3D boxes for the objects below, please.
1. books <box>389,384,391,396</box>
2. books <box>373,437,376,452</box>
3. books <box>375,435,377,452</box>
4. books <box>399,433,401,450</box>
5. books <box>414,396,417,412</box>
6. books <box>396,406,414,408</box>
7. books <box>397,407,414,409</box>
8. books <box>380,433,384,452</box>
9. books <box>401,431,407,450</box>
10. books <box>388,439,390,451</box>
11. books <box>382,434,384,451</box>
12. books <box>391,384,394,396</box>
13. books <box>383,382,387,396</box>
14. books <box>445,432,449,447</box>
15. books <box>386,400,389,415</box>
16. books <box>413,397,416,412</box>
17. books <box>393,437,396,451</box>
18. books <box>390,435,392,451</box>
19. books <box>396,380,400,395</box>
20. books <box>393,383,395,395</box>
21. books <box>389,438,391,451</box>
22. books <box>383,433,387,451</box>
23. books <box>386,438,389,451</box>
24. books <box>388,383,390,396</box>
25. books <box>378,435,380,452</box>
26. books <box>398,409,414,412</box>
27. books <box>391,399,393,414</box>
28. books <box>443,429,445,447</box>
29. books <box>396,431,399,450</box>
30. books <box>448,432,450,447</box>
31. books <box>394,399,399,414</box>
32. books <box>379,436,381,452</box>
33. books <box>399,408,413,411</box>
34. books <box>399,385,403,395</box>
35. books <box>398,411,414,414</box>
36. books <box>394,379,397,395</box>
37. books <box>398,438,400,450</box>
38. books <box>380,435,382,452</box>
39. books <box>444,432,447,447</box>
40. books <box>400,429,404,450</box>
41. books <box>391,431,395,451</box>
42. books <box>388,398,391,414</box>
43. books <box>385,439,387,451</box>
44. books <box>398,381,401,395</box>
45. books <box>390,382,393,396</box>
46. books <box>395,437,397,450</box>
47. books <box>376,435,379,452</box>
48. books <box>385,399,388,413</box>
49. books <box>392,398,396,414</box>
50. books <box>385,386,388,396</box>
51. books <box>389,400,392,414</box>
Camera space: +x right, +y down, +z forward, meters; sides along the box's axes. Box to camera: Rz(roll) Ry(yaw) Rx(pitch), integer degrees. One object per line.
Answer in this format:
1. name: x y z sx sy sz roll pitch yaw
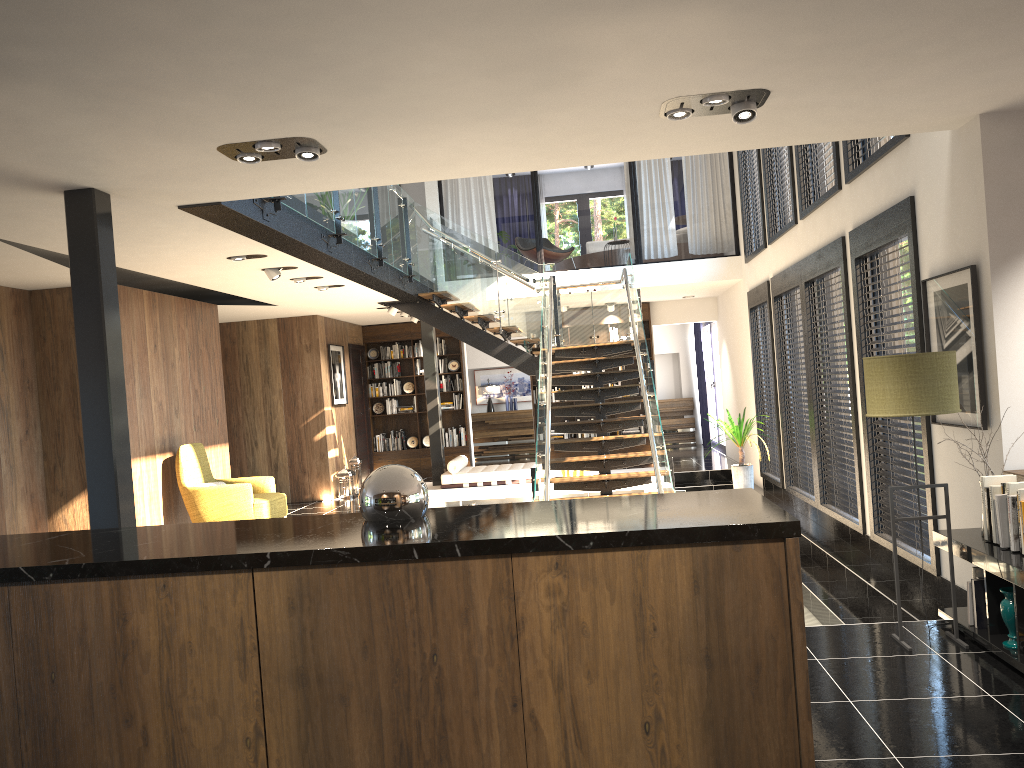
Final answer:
1. books: -2.091 0.100 15.335 0.016 0.206 0.204 -4 0 5
2. books: -2.366 1.044 15.424 0.032 0.261 0.194 -4 0 5
3. books: -2.334 1.028 15.428 0.032 0.288 0.180 -4 0 5
4. books: -1.915 0.988 15.348 0.027 0.304 0.204 -4 0 5
5. books: -1.651 0.345 15.300 0.018 0.286 0.157 -4 0 5
6. books: -1.838 0.393 15.325 0.292 0.013 0.187 -4 0 8
7. books: -1.837 0.408 15.333 0.293 0.016 0.174 -4 0 4
8. books: -2.235 1.011 15.372 0.015 0.306 0.222 -4 0 5
9. books: -1.862 0.978 15.343 0.042 0.315 0.193 -4 0 5
10. books: -2.114 1.052 15.389 0.029 0.207 0.166 -4 0 5
11. books: -2.215 1.012 15.403 0.018 0.301 0.195 -4 0 5
12. books: -2.049 0.103 15.346 0.025 0.194 0.172 -4 0 5
13. books: -2.190 0.092 15.358 0.026 0.237 0.164 -4 0 5
14. books: -1.107 0.951 15.273 0.037 0.256 0.145 -4 0 5
15. books: -2.138 0.396 15.340 0.026 0.257 0.192 -4 0 5
16. books: -1.673 0.359 15.327 0.032 0.261 0.157 -4 0 5
17. books: -2.024 1.037 15.380 0.034 0.223 0.208 -4 0 5
18. books: -2.070 1.011 15.362 0.017 0.282 0.232 -4 0 5
19. books: -1.965 0.063 15.340 0.021 0.260 0.197 -4 0 5
20. books: -2.021 0.091 15.367 0.027 0.214 0.159 -4 0 5
21. books: -2.088 1.042 15.376 0.026 0.222 0.209 -4 0 5
22. books: -2.197 1.010 15.395 0.020 0.304 0.189 -4 0 5
23. books: -2.141 1.049 15.364 0.021 0.217 0.220 -4 0 5
24. books: -2.123 0.097 15.372 0.053 0.216 0.151 -4 0 5
25. books: -2.291 1.028 15.410 0.030 0.282 0.170 -4 0 5
26. books: -1.831 0.459 15.345 0.266 0.021 0.152 -4 0 4
27. books: -2.060 0.387 15.363 0.024 0.265 0.148 -4 0 5
28. books: -1.171 0.923 15.278 0.019 0.321 0.161 -4 0 5
29. books: -1.969 0.983 15.353 0.016 0.322 0.218 -4 0 5
30. books: -1.075 0.947 15.283 0.025 0.260 0.114 -4 0 5
31. books: -2.000 0.388 15.368 0.030 0.253 0.138 -4 0 5
32. books: -2.268 1.032 15.376 0.022 0.269 0.216 -4 0 5
33. books: -1.833 0.432 15.345 0.244 0.033 0.142 -4 0 1
34. books: -1.920 0.100 15.348 0.015 0.181 0.136 -4 0 5
35. books: -1.829 0.486 15.343 0.262 0.032 0.154 -4 0 7
36. books: -2.004 0.054 15.341 0.018 0.284 0.198 -4 0 5
37. books: -1.939 1.038 15.371 0.033 0.208 0.192 -4 0 5
38. books: -2.250 1.014 15.379 0.016 0.304 0.217 -4 0 5
39. books: -1.140 0.957 15.296 0.034 0.250 0.114 -4 0 5
40. books: -1.896 0.960 15.323 0.019 0.356 0.235 -4 0 5
41. books: -2.057 0.980 15.343 0.016 0.341 0.217 -4 0 5
42. books: -2.115 0.386 15.349 0.018 0.275 0.144 -4 0 5
43. books: -2.165 1.054 15.414 0.035 0.212 0.159 -4 0 5
44. books: -1.940 0.069 15.360 0.023 0.245 0.133 -4 0 5
45. books: -2.072 0.080 15.360 0.020 0.243 0.154 -4 0 5
46. books: -1.990 1.035 15.376 0.036 0.222 0.173 -4 0 5
47. books: -2.314 1.029 15.394 0.014 0.282 0.232 -4 0 5
48. books: -2.158 0.395 15.378 0.020 0.264 0.152 -4 0 5
49. books: -2.034 0.378 15.353 0.032 0.279 0.133 -4 0 5
50. books: -2.161 0.125 15.369 0.026 0.167 0.173 -4 0 5
51. books: -2.087 0.399 15.372 0.032 0.245 0.120 -4 0 5
